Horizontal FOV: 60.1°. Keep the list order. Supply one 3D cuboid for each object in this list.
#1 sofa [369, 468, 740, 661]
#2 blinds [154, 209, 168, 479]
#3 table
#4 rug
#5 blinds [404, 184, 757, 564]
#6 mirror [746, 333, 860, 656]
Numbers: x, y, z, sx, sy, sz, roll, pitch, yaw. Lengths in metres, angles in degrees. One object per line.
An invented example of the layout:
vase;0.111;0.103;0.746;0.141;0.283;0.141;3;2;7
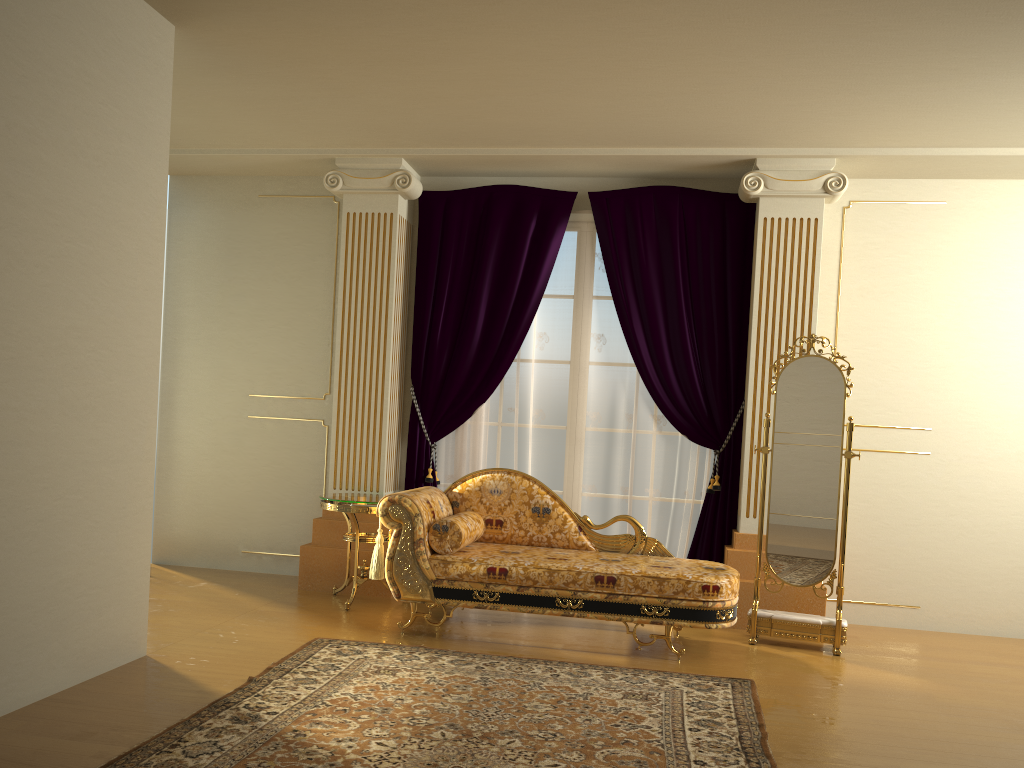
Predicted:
sofa;0.245;0.915;4.716;1.892;0.872;0.694;3;0;10
blinds;-2.620;-0.032;5.143;0.164;2.506;2.168;3;0;12
table;-0.882;1.001;5.318;0.572;0.643;0.570;3;-1;-35
rug;-0.194;1.218;2.727;2.115;0.017;3.083;3;-3;10
blinds;0.390;0.082;5.660;2.233;2.655;0.339;3;1;11
mirror;1.580;0.575;4.786;0.540;1.701;0.243;3;1;20
